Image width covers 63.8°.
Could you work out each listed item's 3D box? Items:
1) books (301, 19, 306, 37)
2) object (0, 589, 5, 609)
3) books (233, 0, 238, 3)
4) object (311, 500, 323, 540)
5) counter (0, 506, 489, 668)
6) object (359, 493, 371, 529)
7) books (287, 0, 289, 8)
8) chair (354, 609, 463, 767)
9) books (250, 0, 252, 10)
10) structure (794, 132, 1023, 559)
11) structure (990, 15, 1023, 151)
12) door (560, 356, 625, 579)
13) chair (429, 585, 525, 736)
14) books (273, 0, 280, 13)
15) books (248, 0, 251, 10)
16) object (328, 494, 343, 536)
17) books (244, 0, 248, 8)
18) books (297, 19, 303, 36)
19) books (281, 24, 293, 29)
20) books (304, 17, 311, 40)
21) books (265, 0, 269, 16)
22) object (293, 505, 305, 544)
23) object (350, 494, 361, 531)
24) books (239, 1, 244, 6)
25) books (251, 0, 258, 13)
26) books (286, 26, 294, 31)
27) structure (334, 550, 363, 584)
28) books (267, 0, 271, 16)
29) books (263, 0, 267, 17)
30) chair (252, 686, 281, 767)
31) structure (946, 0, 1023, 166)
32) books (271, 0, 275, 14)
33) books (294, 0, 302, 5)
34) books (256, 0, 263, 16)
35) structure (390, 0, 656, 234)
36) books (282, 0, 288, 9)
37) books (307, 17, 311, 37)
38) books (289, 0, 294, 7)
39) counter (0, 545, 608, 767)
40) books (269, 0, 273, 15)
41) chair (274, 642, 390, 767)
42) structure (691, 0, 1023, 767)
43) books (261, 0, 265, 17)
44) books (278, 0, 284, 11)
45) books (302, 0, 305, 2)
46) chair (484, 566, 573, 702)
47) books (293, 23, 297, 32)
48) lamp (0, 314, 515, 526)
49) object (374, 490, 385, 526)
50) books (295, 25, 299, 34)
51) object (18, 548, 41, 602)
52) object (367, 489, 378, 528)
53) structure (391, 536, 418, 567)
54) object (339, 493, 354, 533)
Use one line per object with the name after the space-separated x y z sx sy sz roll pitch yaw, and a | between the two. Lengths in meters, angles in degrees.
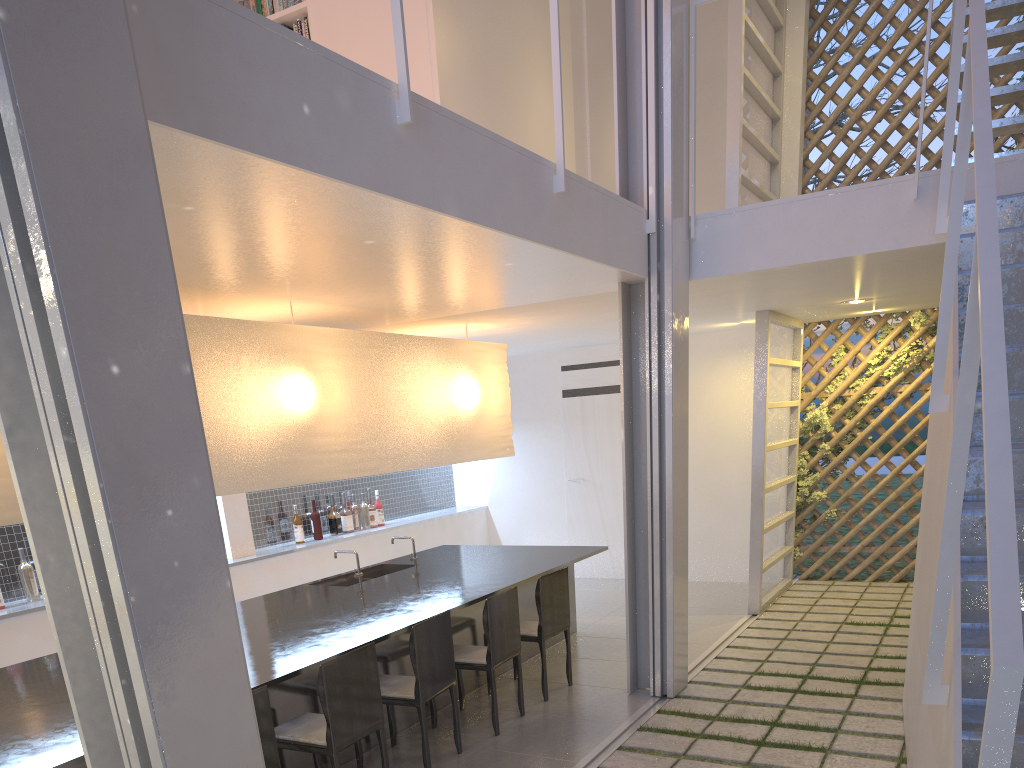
-0.656 -1.112 2.730 0.010 0.151 0.083 7 16 31 | books
-1.667 0.633 2.629 0.043 0.199 0.040 6 19 29 | object
-1.913 -0.436 1.778 0.029 1.793 3.392 10 10 37 | books
-0.918 0.637 3.851 0.044 0.208 0.042 2 17 20 | object
-1.113 0.963 3.596 0.229 0.464 3.454 4 2 31 | counter
-0.744 0.642 4.151 0.045 0.200 0.042 5 18 28 | object
-0.714 -1.277 2.714 0.006 0.129 0.075 7 16 31 | books
-0.300 0.838 2.243 0.239 0.470 0.175 2 16 23 | chair
-0.852 -1.274 2.786 0.015 0.152 0.073 7 17 30 | books
1.813 -0.031 3.804 1.133 2.142 0.268 3 18 27 | structure
2.580 -1.799 3.713 1.102 4.851 3.079 5 14 28 | structure
-1.267 0.522 2.637 0.463 1.276 5.295 10 9 43 | door
-0.119 0.838 2.510 0.238 0.470 0.175 3 16 26 | chair
-1.783 -0.464 1.692 0.033 1.766 3.438 11 11 39 | books
-0.872 -1.251 2.813 0.040 0.109 0.058 5 15 29 | books
-0.860 0.633 3.979 0.046 0.218 0.042 5 19 28 | object
-0.890 -1.249 2.824 0.040 0.109 0.058 5 15 29 | books
-0.671 -1.113 2.737 0.009 0.156 0.084 7 16 31 | books
-0.735 -1.110 2.775 0.011 0.164 0.077 7 17 31 | books
-0.646 -1.115 2.725 0.011 0.156 0.080 7 16 31 | books
-1.805 -0.455 1.737 0.023 1.815 3.383 11 11 40 | books
-0.984 0.644 3.773 0.042 0.195 0.038 -4 16 0 | object
-0.785 0.643 4.113 0.045 0.200 0.041 -8 17 -13 | object
-0.910 -1.247 2.833 0.040 0.109 0.058 5 15 29 | books
-1.845 -0.459 1.708 0.119 1.764 3.455 10 10 39 | books
-0.722 -1.106 2.772 0.015 0.152 0.073 7 17 30 | books
-0.590 0.654 2.933 0.112 0.133 0.032 1 16 27 | structure
-1.795 -0.458 1.731 0.022 1.820 3.381 11 11 40 | books
-1.798 -0.457 1.733 0.022 1.819 3.374 11 11 39 | books
-0.624 0.834 1.687 0.237 0.470 0.176 4 16 30 | chair
1.686 -1.503 2.532 0.532 2.021 1.166 4 14 25 | structure
-1.809 -0.449 1.732 0.024 1.803 3.410 12 11 40 | books
-1.753 -0.470 1.692 0.043 1.760 3.440 12 12 42 | books
-1.826 -0.443 1.749 0.029 1.793 3.382 11 11 39 | books
-0.052 -0.707 1.455 0.027 0.592 1.615 7 5 31 | structure
-1.790 -0.463 1.712 0.029 1.829 3.431 12 12 41 | books
-0.632 -1.116 2.719 0.019 0.156 0.078 7 16 30 | books
-1.777 -0.463 1.686 0.036 1.771 3.469 12 12 41 | books
-0.559 0.896 2.613 0.813 0.398 2.392 -3 -1 31 | counter
-0.775 -1.278 2.737 0.008 0.144 0.089 7 15 31 | books
-0.455 0.835 1.961 0.238 0.470 0.175 3 16 26 | chair
0.715 -0.049 1.414 1.179 2.101 1.831 2 10 23 | structure
-0.810 -1.284 2.760 0.011 0.164 0.077 7 17 31 | books
-1.781 -0.483 1.694 0.028 1.732 3.430 11 11 40 | books
-1.753 -0.455 1.685 0.035 1.798 3.465 12 12 42 | books
0.049 0.839 2.784 0.237 0.470 0.176 4 16 30 | chair
-0.685 -1.106 2.744 0.008 0.144 0.089 7 15 31 | books
-0.751 0.080 2.431 0.445 0.452 2.190 1 1 31 | lamp
-0.690 0.643 4.256 0.042 0.199 0.040 10 21 40 | object
-0.678 -1.104 2.741 0.005 0.138 0.089 7 15 31 | books
-1.611 0.635 2.735 0.045 0.200 0.041 -7 17 -13 | object
-0.722 0.634 4.203 0.045 0.218 0.043 -9 17 -18 | object
-0.425 0.655 3.209 0.112 0.133 0.032 1 16 27 | structure
-0.821 0.635 4.052 0.045 0.218 0.043 6 19 30 | object
